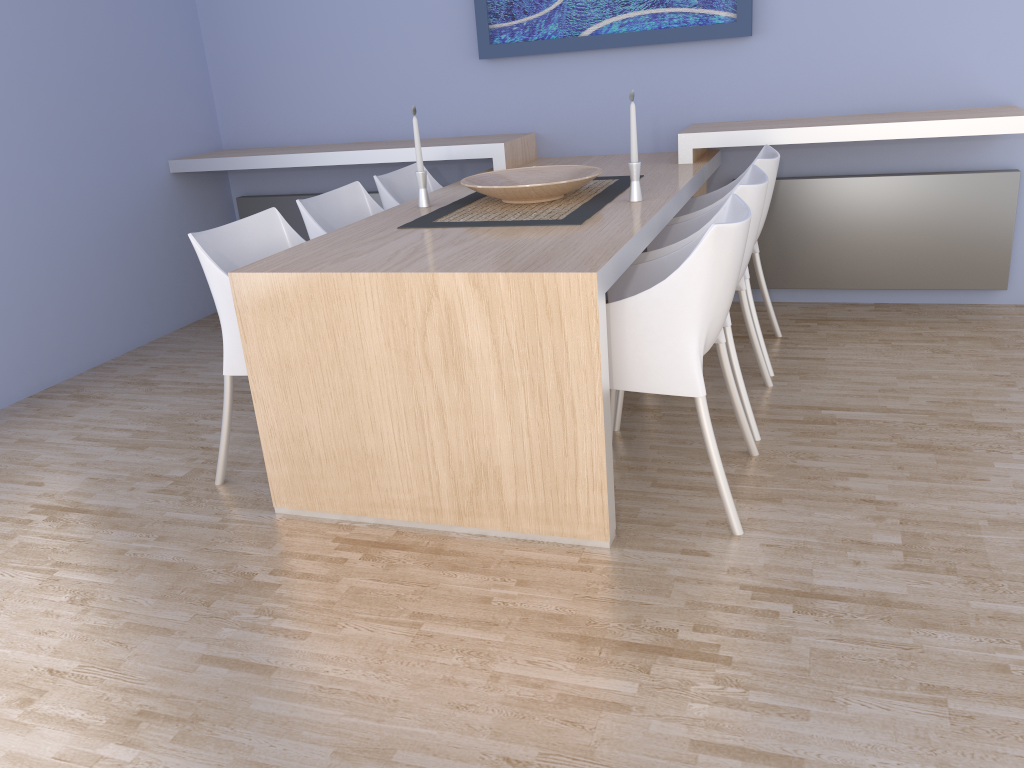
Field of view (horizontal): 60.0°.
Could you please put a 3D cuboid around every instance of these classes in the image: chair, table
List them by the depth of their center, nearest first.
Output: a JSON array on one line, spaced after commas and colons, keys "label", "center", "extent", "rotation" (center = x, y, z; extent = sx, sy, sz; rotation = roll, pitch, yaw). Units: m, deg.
[{"label": "chair", "center": [0.413, -0.083, 2.432], "extent": [0.486, 0.793, 0.510], "rotation": [3, 21, 19]}, {"label": "chair", "center": [-0.667, -0.131, 2.815], "extent": [0.486, 0.793, 0.510], "rotation": [3, 21, 20]}, {"label": "chair", "center": [0.607, -0.292, 2.954], "extent": [0.486, 0.793, 0.510], "rotation": [3, 22, 20]}, {"label": "chair", "center": [-0.480, -0.332, 3.319], "extent": [0.486, 0.793, 0.510], "rotation": [3, 21, 20]}, {"label": "table", "center": [0.132, -0.348, 3.327], "extent": [1.002, 0.718, 2.340], "rotation": [3, 21, 20]}, {"label": "chair", "center": [0.800, -0.498, 3.470], "extent": [0.486, 0.793, 0.510], "rotation": [3, 21, 20]}, {"label": "chair", "center": [-0.292, -0.534, 3.823], "extent": [0.486, 0.793, 0.510], "rotation": [3, 21, 20]}]

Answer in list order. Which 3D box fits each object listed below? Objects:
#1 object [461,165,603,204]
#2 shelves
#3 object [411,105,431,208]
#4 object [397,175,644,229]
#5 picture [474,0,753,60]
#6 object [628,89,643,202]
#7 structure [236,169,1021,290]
[{"label": "object", "center": [0.070, -0.689, 3.095], "extent": [0.493, 0.081, 0.493], "rotation": [11, 25, 37]}, {"label": "shelves", "center": [0.178, -0.747, 4.223], "extent": [3.901, 0.840, 0.463], "rotation": [3, 21, 20]}, {"label": "object", "center": [-0.324, -0.795, 3.096], "extent": [0.045, 0.349, 0.045], "rotation": [-15, 22, -26]}, {"label": "object", "center": [0.076, -0.648, 3.107], "extent": [0.594, 0.005, 0.986], "rotation": [2, 21, 19]}, {"label": "picture", "center": [0.405, -1.943, 3.866], "extent": [1.252, 0.901, 0.049], "rotation": [3, 21, 20]}, {"label": "object", "center": [0.391, -0.763, 2.842], "extent": [0.045, 0.349, 0.045], "rotation": [3, 21, 20]}, {"label": "structure", "center": [0.307, -0.728, 4.388], "extent": [3.843, 0.503, 0.064], "rotation": [3, 21, 20]}]
